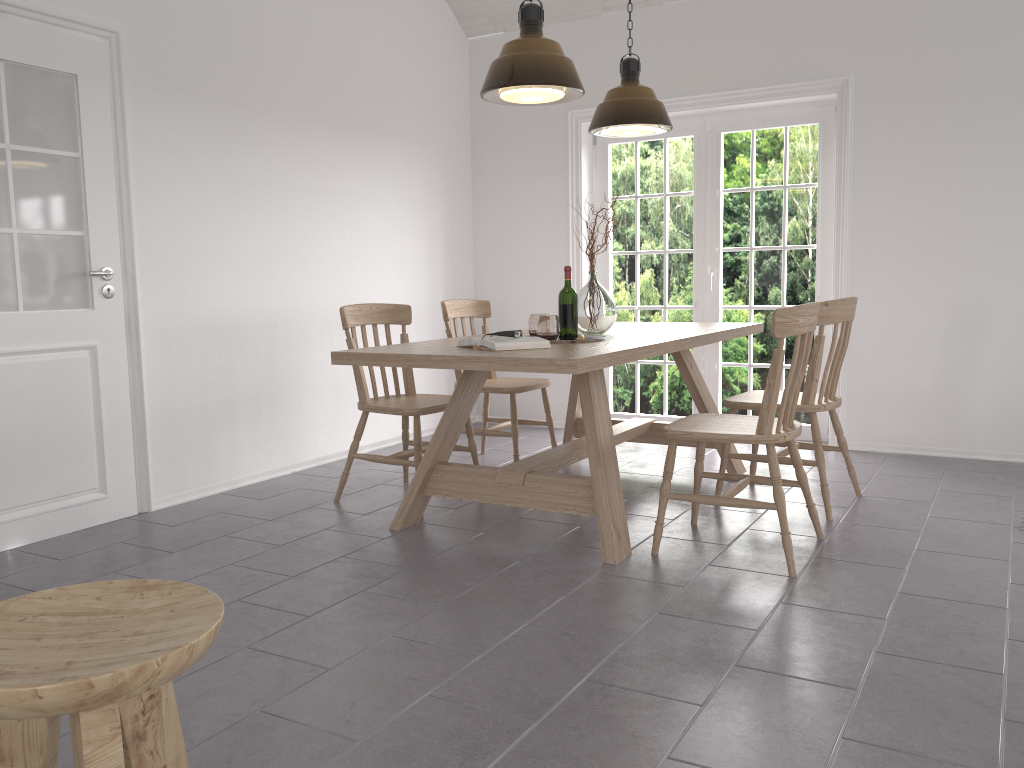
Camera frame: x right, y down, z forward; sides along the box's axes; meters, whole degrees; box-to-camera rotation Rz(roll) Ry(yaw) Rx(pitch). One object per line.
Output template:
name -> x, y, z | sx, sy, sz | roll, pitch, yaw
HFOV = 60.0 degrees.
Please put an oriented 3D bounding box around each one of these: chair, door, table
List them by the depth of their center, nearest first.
chair -> -0.665, 0.609, 1.392 | 0.431, 0.479, 0.431 | 2, 7, 26
chair -> 0.834, 0.156, 3.234 | 0.519, 0.902, 0.506 | 3, 8, 30
door -> -1.894, -0.367, 3.413 | 0.101, 2.013, 0.902 | 3, 8, 30
chair -> 1.227, 0.070, 3.916 | 0.519, 0.902, 0.506 | 4, 8, 35
table -> 0.347, 0.149, 4.041 | 1.001, 0.749, 2.300 | 3, 8, 30
chair -> -0.476, 0.082, 4.077 | 0.519, 0.902, 0.506 | 4, 8, 35
chair -> -0.082, -0.004, 4.759 | 0.519, 0.902, 0.506 | 3, 8, 30
door -> 1.224, -0.664, 5.585 | 1.571, 2.024, 0.115 | 3, 8, 30

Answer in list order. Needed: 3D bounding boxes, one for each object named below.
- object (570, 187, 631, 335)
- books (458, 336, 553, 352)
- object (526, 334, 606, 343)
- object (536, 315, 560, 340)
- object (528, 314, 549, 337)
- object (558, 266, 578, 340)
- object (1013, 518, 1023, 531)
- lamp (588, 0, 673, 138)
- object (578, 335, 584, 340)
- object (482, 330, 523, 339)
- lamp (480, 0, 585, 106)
object -> 0.400, -0.555, 3.964 | 0.291, 0.666, 0.313 | -2, 7, -7
books -> -0.034, -0.154, 3.300 | 0.231, 0.040, 0.342 | -5, 7, -28
object -> 0.188, -0.186, 3.651 | 0.394, 0.014, 0.394 | -3, 7, -16
object -> 0.146, -0.222, 3.559 | 0.095, 0.106, 0.095 | -5, 8, -31
object -> 0.117, -0.241, 3.728 | 0.095, 0.106, 0.095 | -5, 8, -31
object -> 0.233, -0.338, 3.691 | 0.081, 0.303, 0.081 | -1, 7, -3
object -> 1.326, 0.274, 1.800 | 0.462, 0.120, 0.348 | -1, 7, 0
lamp -> 0.561, -2.113, 4.224 | 0.410, 1.796, 0.410 | -4, 7, -25
object -> 0.280, -0.187, 3.599 | 0.024, 0.024, 0.046 | 0, 7, 10
object -> -0.031, -0.184, 3.299 | 0.135, 0.030, 0.141 | 1, 7, 15
lamp -> 0.057, -2.355, 3.321 | 0.410, 2.502, 0.410 | 4, 8, 35
